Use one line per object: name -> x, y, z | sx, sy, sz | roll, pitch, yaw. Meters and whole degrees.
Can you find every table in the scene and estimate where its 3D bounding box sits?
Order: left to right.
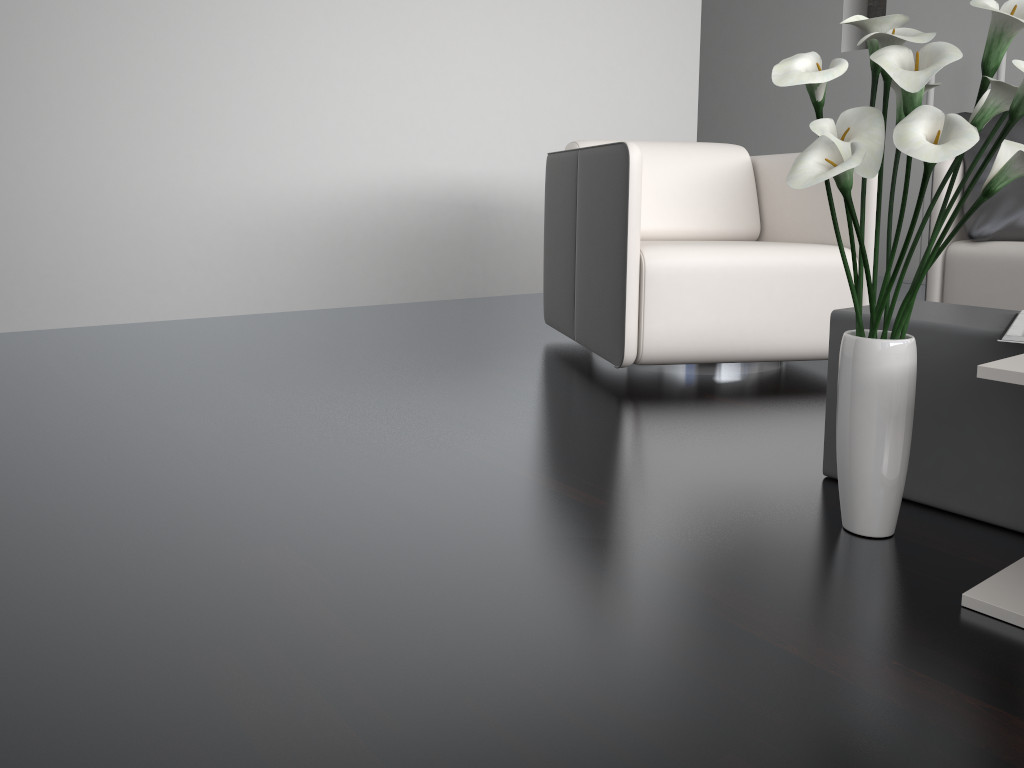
table -> 1.089, 0.113, 1.232 | 0.300, 0.309, 1.273 | -6, 14, -38
table -> 1.001, 0.198, 0.837 | 0.300, 0.309, 0.980 | -6, 14, -38

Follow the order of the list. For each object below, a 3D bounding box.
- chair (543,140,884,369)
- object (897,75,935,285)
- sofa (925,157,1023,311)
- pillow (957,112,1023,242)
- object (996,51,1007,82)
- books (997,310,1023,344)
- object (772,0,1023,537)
chair -> 0.571, -0.467, 2.845 | 0.767, 0.652, 0.935 | -1, 10, -12
object -> 2.491, -1.301, 5.298 | 0.181, 1.377, 0.182 | -4, 7, -36
sofa -> 2.462, -0.344, 2.406 | 0.924, 0.650, 2.265 | -7, 14, -38
pillow -> 1.791, -0.696, 2.950 | 0.565, 0.443, 0.282 | 2, 8, 7
object -> 2.675, -1.207, 4.879 | 0.181, 1.377, 0.182 | -4, 7, -36
books -> 1.037, -0.066, 1.285 | 0.552, 0.016, 0.362 | 9, 15, 33
object -> 0.585, -0.139, 1.243 | 0.380, 0.786, 0.450 | 6, 9, 36
